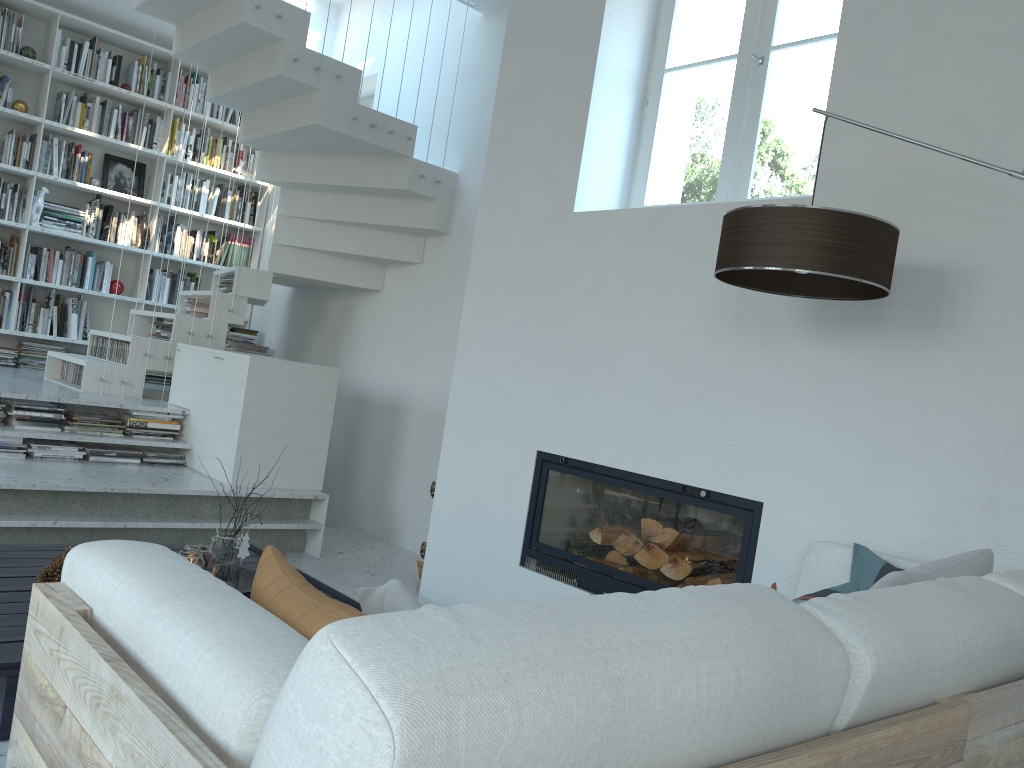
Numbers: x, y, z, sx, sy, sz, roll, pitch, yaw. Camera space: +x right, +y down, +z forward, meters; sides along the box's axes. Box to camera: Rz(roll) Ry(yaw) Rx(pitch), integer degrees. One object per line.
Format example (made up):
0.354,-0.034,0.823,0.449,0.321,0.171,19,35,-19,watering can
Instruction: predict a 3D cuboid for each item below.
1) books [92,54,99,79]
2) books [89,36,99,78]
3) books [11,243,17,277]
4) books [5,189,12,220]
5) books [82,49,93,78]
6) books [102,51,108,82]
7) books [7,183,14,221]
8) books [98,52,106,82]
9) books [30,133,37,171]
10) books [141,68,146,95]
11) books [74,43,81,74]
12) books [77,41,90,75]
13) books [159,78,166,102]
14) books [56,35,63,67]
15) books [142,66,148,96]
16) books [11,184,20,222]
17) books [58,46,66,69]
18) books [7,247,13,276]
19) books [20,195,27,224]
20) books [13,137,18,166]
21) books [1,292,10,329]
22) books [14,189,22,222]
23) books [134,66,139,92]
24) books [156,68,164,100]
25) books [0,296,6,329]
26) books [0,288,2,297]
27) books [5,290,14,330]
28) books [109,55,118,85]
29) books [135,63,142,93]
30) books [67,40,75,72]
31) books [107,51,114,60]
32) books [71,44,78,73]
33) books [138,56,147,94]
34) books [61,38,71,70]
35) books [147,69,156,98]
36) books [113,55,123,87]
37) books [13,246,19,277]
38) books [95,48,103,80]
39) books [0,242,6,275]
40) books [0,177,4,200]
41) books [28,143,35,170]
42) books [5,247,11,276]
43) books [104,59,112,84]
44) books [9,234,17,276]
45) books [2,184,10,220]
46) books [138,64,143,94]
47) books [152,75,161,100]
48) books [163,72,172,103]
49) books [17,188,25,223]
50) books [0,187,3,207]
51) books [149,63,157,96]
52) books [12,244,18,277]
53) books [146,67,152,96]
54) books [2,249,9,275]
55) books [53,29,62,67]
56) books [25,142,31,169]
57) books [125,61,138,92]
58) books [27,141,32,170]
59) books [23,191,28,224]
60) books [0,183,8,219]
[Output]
-3.051,-2.276,6.436,0.030,0.220,0.133,8,1,-41,books
-3.044,-2.331,6.404,0.014,0.332,0.180,8,1,-41,books
-3.524,-0.873,6.239,0.019,0.241,0.134,8,1,-41,books
-3.516,-1.234,6.156,0.012,0.224,0.178,8,1,-41,books
-3.075,-2.285,6.397,0.031,0.231,0.148,8,1,-41,books
-2.996,-2.284,6.469,0.021,0.254,0.151,8,1,-41,books
-3.508,-1.259,6.180,0.032,0.274,0.154,8,1,-41,books
-3.008,-2.277,6.448,0.022,0.236,0.172,8,1,-41,books
-3.375,-1.612,6.221,0.005,0.278,0.182,8,1,-41,books
-2.787,-2.238,6.639,0.007,0.226,0.170,8,1,-41,books
-3.141,-2.304,6.358,0.027,0.249,0.140,8,1,-41,books
-3.099,-2.313,6.370,0.048,0.278,0.150,8,1,-41,books
-2.691,-2.215,6.765,0.031,0.211,0.131,8,1,-41,books
-3.225,-2.325,6.277,0.014,0.264,0.140,8,1,-41,books
-2.777,-2.248,6.656,0.031,0.248,0.164,8,1,-41,books
-3.477,-1.253,6.178,0.012,0.273,0.183,8,1,-41,books
-3.199,-2.280,6.268,0.022,0.182,0.189,8,1,-41,books
-3.531,-0.855,6.209,0.013,0.204,0.158,8,1,-41,books
-3.454,-1.219,6.229,0.023,0.212,0.164,8,1,-41,books
-3.479,-1.603,6.181,0.011,0.227,0.131,8,1,-41,books
-3.569,-0.517,6.221,0.026,0.258,0.156,8,1,-41,books
-3.474,-1.238,6.211,0.013,0.245,0.158,8,1,-41,books
-2.830,-2.242,6.604,0.008,0.220,0.182,8,1,-41,books
-2.703,-2.252,6.742,0.025,0.279,0.136,8,1,-41,books
-3.586,-0.505,6.200,0.025,0.228,0.175,8,1,-41,books
-3.616,-0.537,6.210,0.012,0.282,0.143,8,1,-41,books
-3.549,-0.522,6.238,0.025,0.272,0.171,8,1,-41,books
-2.951,-2.277,6.523,0.012,0.254,0.160,8,1,-41,books
-2.817,-2.255,6.622,0.016,0.252,0.188,8,1,-41,books
-3.162,-2.304,6.305,0.026,0.242,0.184,8,1,-41,books
-2.973,-2.293,6.505,0.012,0.279,0.153,8,1,-41,books
-3.150,-2.297,6.328,0.024,0.231,0.168,8,1,-41,books
-2.790,-2.286,6.640,0.007,0.321,0.165,8,1,-41,books
-3.184,-2.312,6.292,0.025,0.250,0.177,8,1,-41,books
-2.743,-2.235,6.678,0.018,0.235,0.186,8,1,-41,books
-2.926,-2.275,6.527,0.030,0.257,0.164,8,1,-41,books
-3.507,-0.861,6.249,0.009,0.224,0.146,8,1,-41,books
-3.019,-2.292,6.436,0.014,0.262,0.168,8,1,-41,books
-3.570,-0.875,6.183,0.021,0.232,0.155,8,1,-41,books
-3.562,-1.278,6.136,0.013,0.295,0.153,8,1,-41,books
-3.391,-1.579,6.220,0.012,0.206,0.169,8,1,-41,books
-3.548,-0.858,6.207,0.016,0.205,0.141,8,1,-41,books
-2.975,-2.255,6.474,0.024,0.202,0.189,8,1,-41,books
-3.511,-0.898,6.210,0.007,0.295,0.162,8,1,-41,books
-3.528,-1.254,6.152,0.015,0.259,0.152,8,1,-41,books
-2.813,-2.258,6.643,0.017,0.259,0.136,8,1,-41,books
-2.717,-2.219,6.711,0.029,0.210,0.169,8,1,-41,books
-2.652,-2.236,6.767,0.026,0.263,0.163,8,1,-41,books
-3.453,-1.239,6.206,0.011,0.252,0.169,8,1,-41,books
-3.561,-1.244,6.144,0.007,0.230,0.146,8,1,-41,books
-2.737,-2.267,6.705,0.020,0.299,0.131,8,1,-41,books
-3.517,-0.869,6.250,0.007,0.235,0.131,8,1,-41,books
-2.768,-2.250,6.683,0.017,0.257,0.146,8,1,-41,books
-3.543,-0.845,6.176,0.016,0.180,0.189,8,1,-41,books
-3.233,-2.341,6.256,0.028,0.294,0.150,8,1,-41,books
-3.407,-1.580,6.201,0.013,0.204,0.173,8,1,-41,books
-2.836,-2.260,6.593,0.019,0.256,0.169,8,1,-41,books
-3.408,-1.589,6.222,0.013,0.221,0.155,8,1,-41,books
-3.433,-1.232,6.233,0.010,0.245,0.158,8,1,-41,books
-3.539,-1.258,6.141,0.018,0.263,0.165,8,1,-41,books
